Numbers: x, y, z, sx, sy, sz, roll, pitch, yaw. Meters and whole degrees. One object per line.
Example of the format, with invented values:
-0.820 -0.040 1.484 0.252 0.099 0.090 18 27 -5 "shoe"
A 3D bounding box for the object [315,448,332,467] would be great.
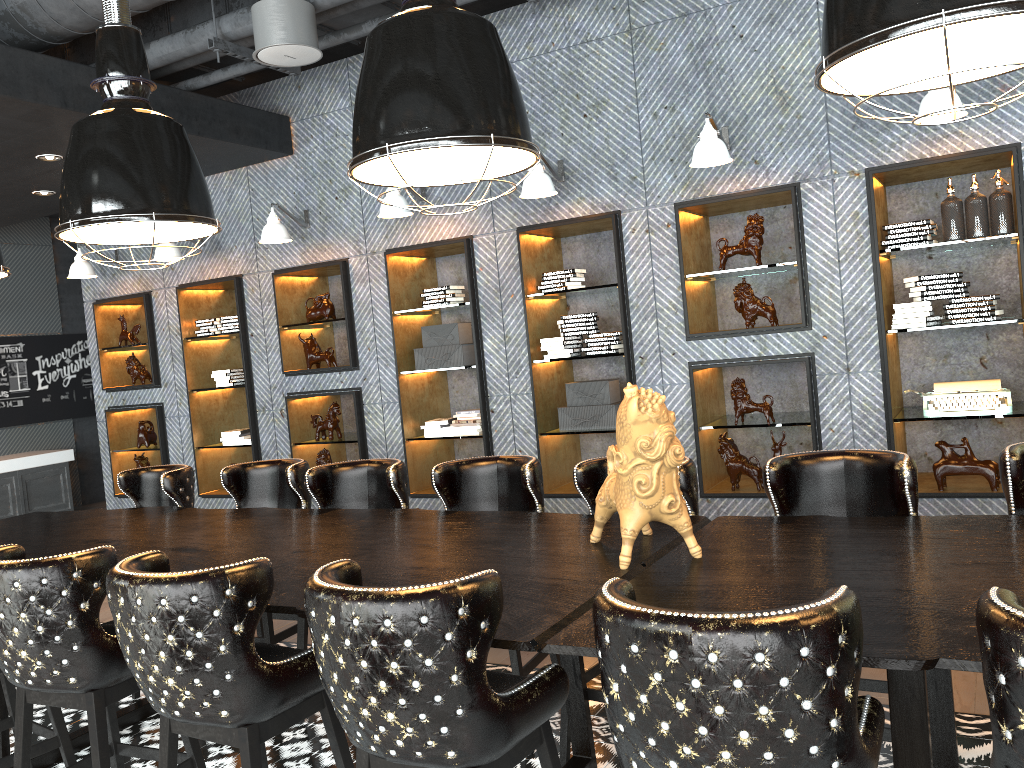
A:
-1.400 0.696 6.969 0.337 0.387 0.177 -4 3 37 "object"

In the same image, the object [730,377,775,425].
1.445 0.100 5.341 0.256 0.294 0.135 -4 3 37 "object"

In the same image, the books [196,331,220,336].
-2.555 -0.432 7.627 0.245 0.028 0.194 -4 3 33 "books"

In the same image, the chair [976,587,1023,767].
1.088 0.871 1.455 0.504 1.092 0.568 -4 3 33 "chair"

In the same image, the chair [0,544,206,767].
-1.377 1.046 2.870 0.504 1.092 0.568 -5 2 26 "chair"

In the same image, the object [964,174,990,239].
2.477 -0.947 4.733 0.109 0.349 0.109 -5 2 14 "object"

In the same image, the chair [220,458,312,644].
-1.260 0.960 4.508 0.504 1.092 0.568 -5 2 26 "chair"

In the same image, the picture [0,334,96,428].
-7.151 0.134 9.364 0.200 1.102 12.474 -4 3 29 "picture"

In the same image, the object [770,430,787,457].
1.646 0.453 5.362 0.198 0.358 0.116 -7 2 -31 "object"

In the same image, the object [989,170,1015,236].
2.577 -0.954 4.675 0.109 0.349 0.109 -6 2 -1 "object"

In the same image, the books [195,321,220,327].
-2.563 -0.517 7.624 0.245 0.028 0.194 -4 3 34 "books"

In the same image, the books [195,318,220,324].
-2.565 -0.545 7.623 0.245 0.028 0.194 -4 3 26 "books"

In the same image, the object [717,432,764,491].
1.405 0.475 5.460 0.266 0.359 0.168 -5 2 22 "object"

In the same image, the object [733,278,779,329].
1.467 -0.479 5.340 0.242 0.337 0.159 -4 3 34 "object"

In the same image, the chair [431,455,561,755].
-0.093 0.881 3.753 0.504 1.092 0.568 -5 2 24 "chair"

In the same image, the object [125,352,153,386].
-3.366 -0.129 8.011 0.236 0.329 0.155 -4 3 34 "object"

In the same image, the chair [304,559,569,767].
-0.162 0.961 2.150 0.504 1.092 0.568 -4 3 33 "chair"

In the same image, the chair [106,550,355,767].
-0.778 1.004 2.504 0.504 1.092 0.568 -4 2 32 "chair"

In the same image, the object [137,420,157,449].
-3.333 0.451 8.102 0.126 0.249 0.253 -5 2 4 "object"

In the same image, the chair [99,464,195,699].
-1.958 1.016 4.778 0.504 1.092 0.568 -4 3 38 "chair"

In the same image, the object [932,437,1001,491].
2.484 0.440 4.842 0.341 0.303 0.165 -4 3 34 "object"

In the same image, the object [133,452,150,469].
-3.305 0.806 8.062 0.268 0.362 0.170 -5 2 22 "object"

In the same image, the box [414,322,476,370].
-0.496 -0.279 6.517 0.419 0.315 0.298 -4 3 29 "box"

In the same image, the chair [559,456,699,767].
0.470 0.844 3.367 0.504 1.092 0.568 -4 3 37 "chair"

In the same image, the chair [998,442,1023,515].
1.825 0.742 2.740 0.504 1.092 0.568 -4 2 31 "chair"

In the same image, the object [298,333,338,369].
-1.519 -0.258 6.964 0.324 0.309 0.154 -4 3 34 "object"

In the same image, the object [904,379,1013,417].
2.514 0.077 5.018 0.534 0.149 0.484 -4 3 28 "object"

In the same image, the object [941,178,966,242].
2.376 -0.940 4.789 0.109 0.349 0.109 -6 2 -16 "object"

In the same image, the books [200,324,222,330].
-2.541 -0.492 7.660 0.245 0.028 0.194 -4 3 36 "books"

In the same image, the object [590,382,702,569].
0.379 0.256 2.703 0.249 0.545 0.475 -6 2 -8 "object"

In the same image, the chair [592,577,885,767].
0.476 0.916 1.766 0.504 1.092 0.568 -4 2 27 "chair"

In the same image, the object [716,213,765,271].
1.383 -0.859 5.358 0.292 0.325 0.152 -4 2 27 "object"

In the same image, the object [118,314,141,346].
-3.438 -0.493 7.977 0.290 0.290 0.097 -4 2 27 "object"

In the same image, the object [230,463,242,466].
-2.290 0.785 7.625 0.157 0.251 0.314 -3 3 44 "object"

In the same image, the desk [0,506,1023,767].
0.438 0.976 2.607 7.592 0.927 1.434 -4 3 29 "desk"

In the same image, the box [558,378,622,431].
0.532 0.142 6.003 0.419 0.315 0.323 -4 3 29 "box"

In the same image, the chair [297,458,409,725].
-0.707 0.925 4.094 0.504 1.092 0.568 -5 2 19 "chair"

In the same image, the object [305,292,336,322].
-1.509 -0.597 6.946 0.278 0.222 0.139 -4 3 29 "object"

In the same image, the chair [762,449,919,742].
1.124 0.799 2.980 0.504 1.092 0.568 -4 2 31 "chair"

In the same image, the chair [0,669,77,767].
-1.996 1.089 3.227 0.504 1.092 0.568 -4 3 38 "chair"

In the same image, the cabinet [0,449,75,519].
-5.288 1.421 6.036 6.309 0.826 8.426 -4 3 29 "cabinet"

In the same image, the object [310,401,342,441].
-1.478 0.295 7.014 0.317 0.306 0.143 -4 2 24 "object"
